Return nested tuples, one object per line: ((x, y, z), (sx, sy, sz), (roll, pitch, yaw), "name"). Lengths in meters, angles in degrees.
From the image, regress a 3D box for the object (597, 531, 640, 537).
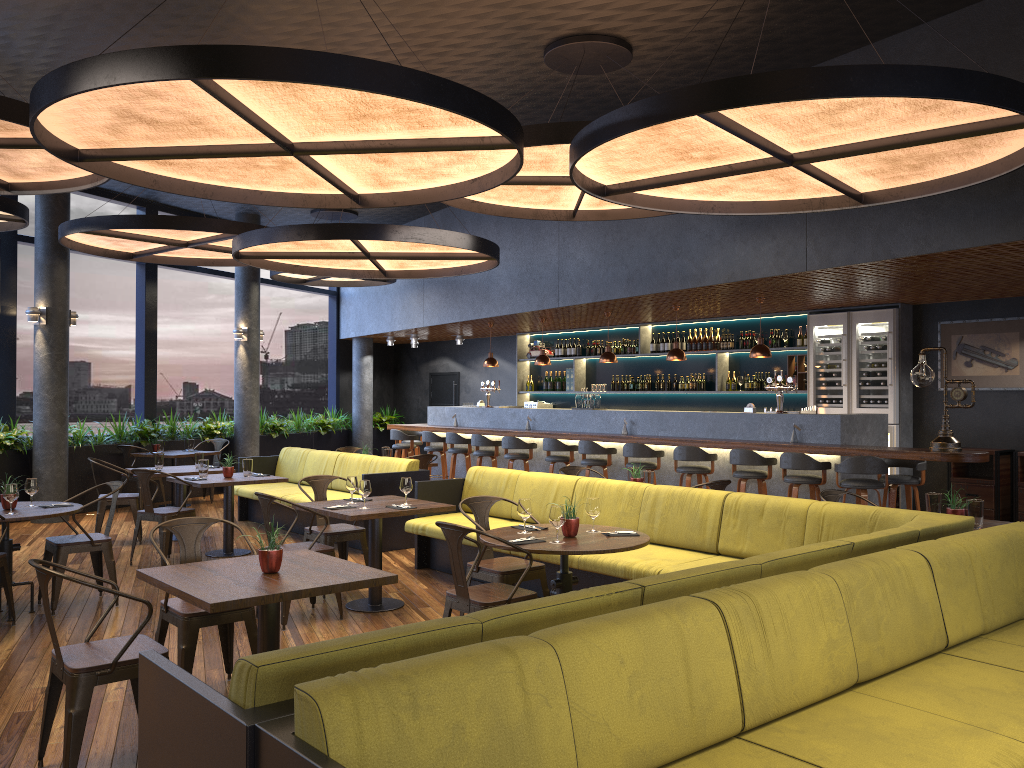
((0.630, 0.896, 5.333), (0.255, 0.019, 0.157), (0, -1, -8), "object")

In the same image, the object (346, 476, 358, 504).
((-1.232, 0.815, 6.829), (0.097, 0.206, 0.097), (0, -1, 41), "object")

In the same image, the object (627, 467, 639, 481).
((1.096, 0.847, 8.034), (0.102, 0.178, 0.102), (0, -1, -5), "object")

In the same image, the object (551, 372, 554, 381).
((0.685, -0.041, 15.428), (0.094, 0.340, 0.094), (1, -1, -34), "object")

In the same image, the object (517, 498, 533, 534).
((0.077, 0.801, 5.382), (0.097, 0.206, 0.097), (0, -1, -16), "object")

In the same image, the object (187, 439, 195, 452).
((-4.637, 0.891, 12.810), (0.102, 0.178, 0.102), (0, -1, 42), "object")

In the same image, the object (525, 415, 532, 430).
((0.236, 0.551, 12.642), (0.114, 0.203, 0.069), (0, -1, 10), "object")

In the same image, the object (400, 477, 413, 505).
((-0.805, 0.815, 6.747), (0.097, 0.206, 0.097), (0, -1, 41), "object")

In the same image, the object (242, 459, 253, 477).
((-2.668, 0.849, 8.951), (0.102, 0.178, 0.102), (0, -1, 15), "object")

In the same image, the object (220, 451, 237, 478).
((-2.831, 0.801, 8.884), (0.238, 0.271, 0.260), (0, -1, -1), "object")

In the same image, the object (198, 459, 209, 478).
((-3.082, 0.847, 8.860), (0.102, 0.178, 0.102), (1, -1, -35), "object")

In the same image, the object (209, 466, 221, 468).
((-3.416, 0.940, 10.076), (0.157, 0.019, 0.255), (1, -1, -41), "object")

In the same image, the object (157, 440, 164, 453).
((-4.980, 0.887, 12.561), (0.102, 0.178, 0.102), (0, -1, 32), "object")

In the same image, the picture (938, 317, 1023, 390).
((5.366, -0.333, 10.069), (0.028, 0.809, 1.039), (1, -1, -40), "picture")

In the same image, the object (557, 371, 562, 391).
((0.811, -0.044, 15.159), (0.094, 0.340, 0.094), (0, -1, -1), "object")

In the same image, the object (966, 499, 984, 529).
((2.923, 0.822, 5.596), (0.102, 0.178, 0.102), (0, -1, 35), "object")

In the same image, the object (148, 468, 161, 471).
((-3.943, 0.934, 9.671), (0.157, 0.019, 0.255), (1, -1, -41), "object")

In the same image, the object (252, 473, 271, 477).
((-2.580, 0.930, 9.091), (0.157, 0.019, 0.255), (1, -1, -41), "object")

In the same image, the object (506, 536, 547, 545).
((0.087, 0.891, 5.075), (0.255, 0.019, 0.157), (1, -1, -38), "object")

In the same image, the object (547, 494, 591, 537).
((0.347, 0.765, 5.254), (0.238, 0.271, 0.260), (0, -1, -19), "object")

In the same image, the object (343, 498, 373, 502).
((-1.205, 0.911, 7.000), (0.157, 0.019, 0.255), (1, -1, -40), "object")

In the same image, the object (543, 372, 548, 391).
((0.592, -0.042, 15.379), (0.094, 0.340, 0.094), (0, -1, -18), "object")

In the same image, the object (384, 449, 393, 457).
((-1.488, 0.873, 10.670), (0.102, 0.178, 0.102), (0, -1, 35), "object")

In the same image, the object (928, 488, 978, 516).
((2.854, 0.777, 5.726), (0.260, 0.271, 0.238), (1, -1, -39), "object")

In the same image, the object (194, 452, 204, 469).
((-3.504, 0.859, 9.936), (0.102, 0.178, 0.102), (0, -1, 25), "object")

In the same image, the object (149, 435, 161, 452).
((-5.153, 0.843, 12.819), (0.260, 0.271, 0.238), (1, -1, -39), "object")

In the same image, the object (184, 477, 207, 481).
((-3.107, 0.924, 8.686), (0.157, 0.019, 0.255), (1, -1, -41), "object")

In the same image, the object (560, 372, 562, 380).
((0.827, -0.042, 15.286), (0.094, 0.340, 0.094), (1, -1, -31), "object")

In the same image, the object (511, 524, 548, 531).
((0.124, 0.897, 5.549), (0.157, 0.019, 0.255), (1, -1, -34), "object")

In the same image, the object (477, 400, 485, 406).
((-0.338, 0.330, 15.301), (0.766, 0.106, 0.200), (1, -1, -40), "object")

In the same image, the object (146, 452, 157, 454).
((-5.003, 0.965, 12.395), (0.255, 0.019, 0.157), (0, -1, 26), "object")

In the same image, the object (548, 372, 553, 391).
((0.666, -0.042, 15.313), (0.094, 0.340, 0.094), (0, -1, -26), "object")

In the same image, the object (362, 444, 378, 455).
((-1.764, 0.826, 10.665), (0.238, 0.271, 0.260), (1, -1, -35), "object")

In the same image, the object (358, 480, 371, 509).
((-1.083, 0.812, 6.522), (0.097, 0.206, 0.097), (1, -1, -40), "object")

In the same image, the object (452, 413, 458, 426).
((-0.897, 0.564, 13.958), (0.114, 0.203, 0.069), (0, -1, 7), "object")

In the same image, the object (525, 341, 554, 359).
((0.482, -0.606, 15.626), (0.229, 0.319, 0.579), (1, -1, -40), "object")

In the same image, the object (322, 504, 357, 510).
((-1.255, 0.906, 6.548), (0.255, 0.019, 0.157), (1, -1, -40), "object")

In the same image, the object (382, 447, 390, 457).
((-1.579, 0.877, 11.085), (0.102, 0.178, 0.102), (0, -1, -5), "object")

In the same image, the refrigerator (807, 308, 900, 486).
((4.294, 0.163, 11.037), (0.454, 2.109, 1.159), (1, -1, -40), "refrigerator")

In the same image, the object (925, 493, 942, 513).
((2.835, 0.826, 5.962), (0.102, 0.178, 0.102), (0, -1, 35), "object")

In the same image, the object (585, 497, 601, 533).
((0.499, 0.803, 5.448), (0.097, 0.206, 0.097), (0, -1, 1), "object")

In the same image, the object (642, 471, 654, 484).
((1.175, 0.842, 7.654), (0.102, 0.178, 0.102), (0, -1, 35), "object")

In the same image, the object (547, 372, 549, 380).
((0.611, -0.040, 15.506), (0.094, 0.340, 0.094), (0, -1, -4), "object")

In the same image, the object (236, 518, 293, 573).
((-1.143, 0.748, 4.173), (0.260, 0.271, 0.238), (0, -1, -5), "object")

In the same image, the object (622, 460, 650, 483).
((1.101, 0.798, 7.810), (0.238, 0.271, 0.260), (0, -1, -19), "object")

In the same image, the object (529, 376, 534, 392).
((0.348, -0.006, 15.796), (0.079, 0.281, 0.079), (1, -1, -37), "object")

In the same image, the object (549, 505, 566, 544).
((0.258, 0.797, 5.042), (0.097, 0.206, 0.097), (0, -1, -2), "object")

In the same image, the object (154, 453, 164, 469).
((-3.918, 0.856, 9.845), (0.102, 0.178, 0.102), (0, -1, 25), "object")

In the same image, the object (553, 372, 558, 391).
((0.762, -0.041, 15.360), (0.094, 0.340, 0.094), (0, -1, -18), "object")

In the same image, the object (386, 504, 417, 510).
((-0.833, 0.907, 6.574), (0.157, 0.019, 0.255), (1, -1, -40), "object")

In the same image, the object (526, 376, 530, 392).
((0.287, -0.005, 15.863), (0.079, 0.281, 0.079), (0, -1, -22), "object")
